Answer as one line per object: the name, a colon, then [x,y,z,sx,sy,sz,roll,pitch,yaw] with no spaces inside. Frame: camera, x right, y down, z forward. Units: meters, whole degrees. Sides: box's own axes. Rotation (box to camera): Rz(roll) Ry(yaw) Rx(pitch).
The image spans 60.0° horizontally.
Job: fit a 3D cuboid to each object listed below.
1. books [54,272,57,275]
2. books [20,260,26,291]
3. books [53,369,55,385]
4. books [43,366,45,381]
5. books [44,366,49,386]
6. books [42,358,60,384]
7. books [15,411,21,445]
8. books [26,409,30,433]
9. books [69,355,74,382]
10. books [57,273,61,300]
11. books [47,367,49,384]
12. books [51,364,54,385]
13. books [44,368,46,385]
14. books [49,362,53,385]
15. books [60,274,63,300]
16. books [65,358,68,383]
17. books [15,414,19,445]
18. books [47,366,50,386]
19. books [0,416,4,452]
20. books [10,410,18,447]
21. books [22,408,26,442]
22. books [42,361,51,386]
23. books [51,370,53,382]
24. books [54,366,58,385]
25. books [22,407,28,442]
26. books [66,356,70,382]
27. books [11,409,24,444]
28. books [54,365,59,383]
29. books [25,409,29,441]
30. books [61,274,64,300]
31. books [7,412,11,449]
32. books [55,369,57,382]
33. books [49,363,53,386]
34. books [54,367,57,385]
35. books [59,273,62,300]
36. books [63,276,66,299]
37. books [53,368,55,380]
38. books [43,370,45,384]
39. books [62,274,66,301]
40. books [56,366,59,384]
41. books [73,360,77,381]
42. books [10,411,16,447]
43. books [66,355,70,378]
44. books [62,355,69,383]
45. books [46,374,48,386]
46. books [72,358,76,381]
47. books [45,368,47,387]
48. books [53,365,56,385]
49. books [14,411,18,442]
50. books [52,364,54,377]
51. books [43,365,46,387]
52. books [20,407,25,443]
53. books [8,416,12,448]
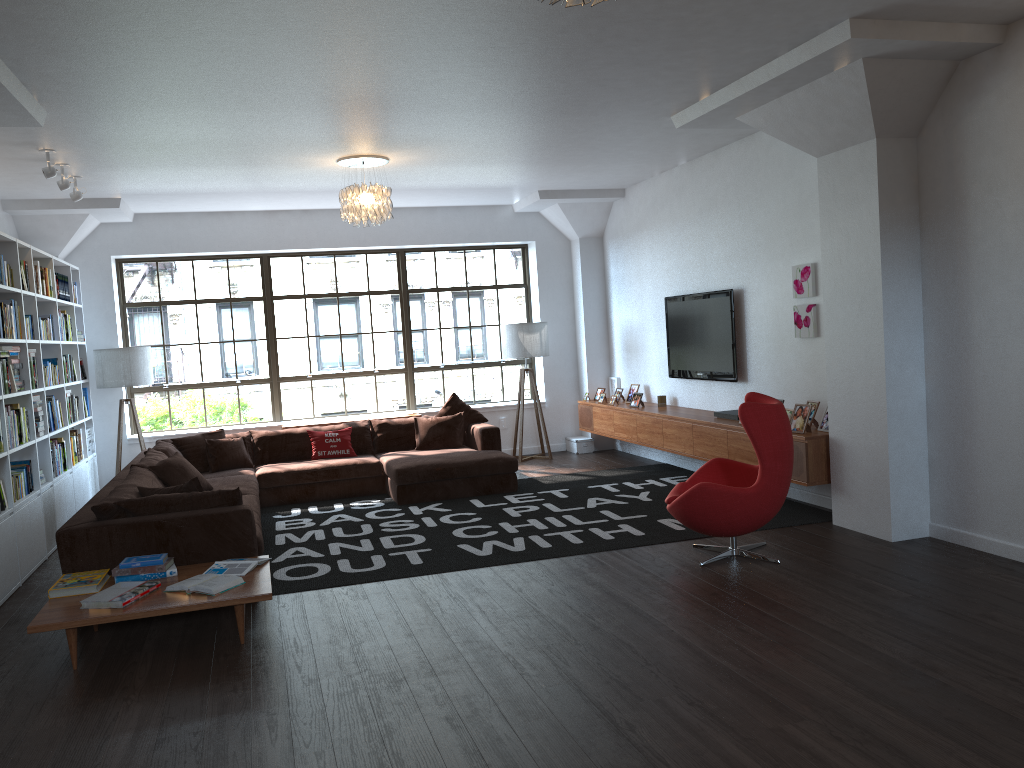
books: [-4.212,-0.878,8.033,0.183,0.253,0.042,-5,3,-16]
books: [-3.820,-0.817,6.751,0.174,0.236,0.136,-5,4,-17]
books: [-3.986,-0.077,7.569,0.134,0.184,0.030,-5,3,-16]
books: [-3.884,-0.063,7.221,0.134,0.184,0.029,-5,3,-16]
books: [-3.898,-0.059,7.318,0.120,0.167,0.019,-5,3,-16]
books: [-4.037,-0.108,7.747,0.140,0.231,0.042,-5,3,-16]
books: [-3.590,0.319,6.274,0.174,0.240,0.045,-5,4,-17]
books: [-3.684,0.312,6.586,0.168,0.231,0.037,-5,4,-17]
books: [-4.217,-0.140,8.312,0.183,0.253,0.042,-5,3,-16]
books: [-4.218,-0.880,8.077,0.183,0.253,0.042,-5,3,-16]
books: [-3.898,-0.058,7.344,0.106,0.162,0.030,-5,3,-16]
books: [-3.964,-0.073,7.526,0.128,0.178,0.022,-5,3,-16]
books: [-3.886,-0.059,7.266,0.109,0.171,0.017,-5,3,-16]
books: [-3.955,-0.079,7.472,0.136,0.196,0.045,-5,3,-16]
books: [-4.245,-0.883,8.160,0.183,0.253,0.042,-5,3,-16]
books: [-4.129,-0.116,8.051,0.161,0.223,0.032,-5,3,-16]
books: [-3.572,0.328,6.243,0.161,0.223,0.027,-5,4,-17]
books: [-3.906,-0.061,7.367,0.107,0.167,0.016,-5,3,-16]
books: [-3.456,0.329,5.831,0.183,0.253,0.034,-5,3,-16]
books: [-3.547,0.317,6.159,0.183,0.253,0.034,-5,4,-17]
books: [-3.630,0.307,6.434,0.160,0.250,0.026,-5,4,-17]
books: [-3.934,-0.081,7.393,0.140,0.206,0.042,-5,3,-16]
books: [-3.965,-0.082,7.503,0.127,0.200,0.020,-5,3,-16]
books: [-4.001,-0.073,7.670,0.120,0.167,0.020,-5,3,-16]
books: [-3.655,0.304,6.484,0.183,0.253,0.034,-5,4,-17]
books: [-4.171,-0.130,8.153,0.171,0.246,0.039,-5,3,-16]
books: [-3.591,0.310,6.315,0.183,0.253,0.034,-5,4,-17]
books: [-4.009,-0.076,7.721,0.107,0.167,0.017,-5,3,-16]
books: [-3.665,0.310,6.522,0.174,0.240,0.045,-5,4,-17]
books: [-4.255,-0.885,8.202,0.183,0.253,0.042,-5,3,-16]
books: [-3.506,0.323,6.024,0.160,0.250,0.026,-5,4,-17]
books: [-3.994,-0.066,7.652,0.110,0.153,0.018,-5,3,-16]
books: [-3.940,-0.075,7.433,0.139,0.191,0.036,-5,3,-16]
books: [-3.988,-0.065,7.635,0.110,0.153,0.019,-5,3,-16]
books: [-4.230,-0.882,8.119,0.183,0.253,0.042,-5,3,-16]
books: [-4.281,-0.888,8.286,0.183,0.253,0.042,-5,3,-16]
books: [-3.992,-0.075,7.594,0.128,0.178,0.022,-5,3,-16]
books: [-3.870,-0.059,7.199,0.128,0.178,0.020,-5,3,-16]
books: [-4.263,-0.887,8.245,0.183,0.253,0.042,-5,3,-16]
books: [-4.002,-0.072,7.697,0.106,0.162,0.032,-5,3,-16]
books: [-4.250,-0.123,8.456,0.161,0.207,0.135,-5,4,-17]
books: [-3.542,0.318,6.126,0.183,0.253,0.034,-5,4,-17]
books: [-4.185,-0.134,8.190,0.160,0.251,0.039,-5,3,-16]
books: [-4.154,-0.131,8.081,0.183,0.253,0.042,-5,3,-16]
books: [-3.891,-0.052,7.301,0.110,0.153,0.017,-5,3,-16]
books: [-4.243,-0.134,8.398,0.174,0.236,0.142,-5,4,-17]
books: [-3.885,-0.051,7.284,0.110,0.153,0.018,-5,3,-16]
books: [-3.989,-0.073,7.615,0.109,0.171,0.018,-5,3,-16]
books: [-3.563,0.319,6.202,0.171,0.246,0.057,-5,4,-17]
books: [-3.972,-0.073,7.546,0.128,0.178,0.021,-5,3,-16]
books: [-3.889,-0.061,7.245,0.128,0.178,0.021,-5,3,-16]
books: [-3.622,0.305,6.392,0.180,0.259,0.060,-5,4,-17]
books: [-3.510,0.336,6.050,0.161,0.223,0.026,-5,4,-17]
